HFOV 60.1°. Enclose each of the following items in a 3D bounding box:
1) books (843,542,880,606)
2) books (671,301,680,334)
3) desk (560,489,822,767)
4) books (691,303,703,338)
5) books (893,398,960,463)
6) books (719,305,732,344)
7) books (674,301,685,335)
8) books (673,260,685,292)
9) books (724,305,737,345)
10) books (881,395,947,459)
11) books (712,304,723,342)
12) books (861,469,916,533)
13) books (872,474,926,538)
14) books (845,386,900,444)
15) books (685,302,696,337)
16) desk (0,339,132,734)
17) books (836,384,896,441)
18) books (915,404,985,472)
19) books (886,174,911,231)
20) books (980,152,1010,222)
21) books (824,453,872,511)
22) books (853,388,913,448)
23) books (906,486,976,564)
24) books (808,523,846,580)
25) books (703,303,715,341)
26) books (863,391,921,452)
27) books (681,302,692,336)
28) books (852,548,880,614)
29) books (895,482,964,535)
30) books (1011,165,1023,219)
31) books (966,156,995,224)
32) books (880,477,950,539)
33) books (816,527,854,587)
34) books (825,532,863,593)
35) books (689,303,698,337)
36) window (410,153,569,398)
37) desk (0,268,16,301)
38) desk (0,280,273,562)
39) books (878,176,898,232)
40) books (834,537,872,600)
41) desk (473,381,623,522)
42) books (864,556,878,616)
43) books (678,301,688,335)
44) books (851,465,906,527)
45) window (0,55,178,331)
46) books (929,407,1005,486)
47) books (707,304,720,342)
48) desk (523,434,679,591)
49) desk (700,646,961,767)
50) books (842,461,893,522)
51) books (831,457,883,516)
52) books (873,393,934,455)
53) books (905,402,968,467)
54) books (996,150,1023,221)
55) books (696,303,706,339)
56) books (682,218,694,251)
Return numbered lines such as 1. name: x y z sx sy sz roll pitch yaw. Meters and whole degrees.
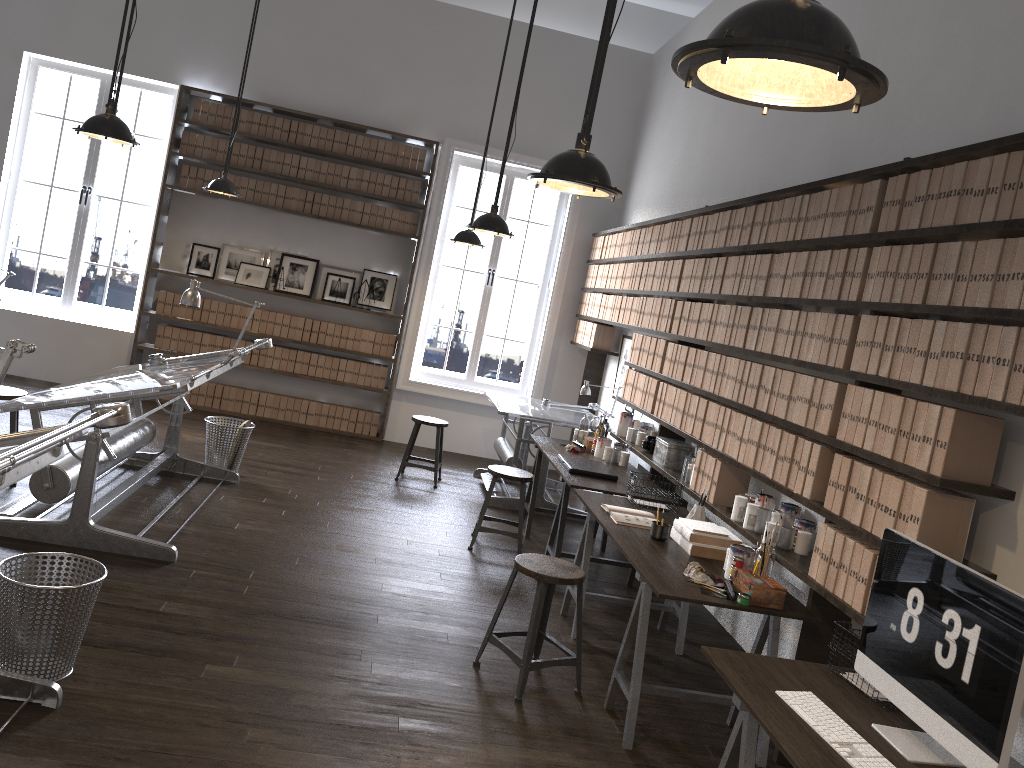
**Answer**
1. books: 1.311 0.703 3.195 0.174 0.225 0.067 11 3 -8
2. books: 1.151 -0.415 5.782 0.174 0.225 0.067 11 3 -8
3. desk: 0.700 1.070 4.188 0.654 0.667 1.676 11 5 -8
4. books: 1.197 -0.366 5.356 0.174 0.225 0.067 11 3 -8
5. books: 1.434 0.177 3.055 0.174 0.225 0.067 11 3 -8
6. books: 1.256 -0.308 4.876 0.174 0.225 0.067 11 3 -8
7. books: 1.154 -0.408 5.708 0.174 0.225 0.067 11 3 -8
8. books: 1.186 -0.699 5.885 0.174 0.225 0.067 11 3 -8
9. books: 1.264 -0.300 4.804 0.174 0.225 0.067 11 3 -8
10. books: 1.420 0.168 3.121 0.174 0.225 0.067 11 3 -8
11. books: 1.245 -0.324 5.018 0.174 0.225 0.067 11 3 -8
12. books: 1.367 0.434 3.167 0.174 0.225 0.067 11 3 -8
13. books: 1.376 0.442 3.097 0.174 0.225 0.067 11 3 -8
14. books: 1.392 0.137 3.392 0.174 0.225 0.067 11 3 -8
15. books: 1.186 -0.381 5.494 0.174 0.225 0.067 11 3 -8
16. desk: -1.707 0.422 2.015 1.075 1.383 2.078 11 4 -8
17. books: 1.385 0.129 3.461 0.174 0.225 0.067 11 3 -8
18. books: 1.447 0.193 2.915 0.174 0.225 0.067 11 3 -8
19. books: 1.547 -0.672 3.379 0.174 0.225 0.067 11 3 -8
20. books: 1.615 -0.605 2.827 0.174 0.225 0.067 11 3 -8
21. books: 1.332 0.399 3.456 0.174 0.225 0.067 11 3 -8
22. books: 1.396 0.144 3.322 0.174 0.225 0.067 11 3 -8
23. books: 1.397 0.465 2.902 0.174 0.225 0.067 11 3 -8
24. books: 1.275 0.670 3.465 0.174 0.225 0.067 11 3 -8
25. books: 1.223 -0.342 5.156 0.174 0.225 0.067 11 3 -8
26. books: 1.407 0.153 3.250 0.174 0.225 0.067 11 3 -8
27. books: 1.173 -0.390 5.563 0.174 0.225 0.067 11 3 -8
28. books: 1.315 0.711 3.121 0.174 0.225 0.067 11 3 -8
29. books: 1.391 0.458 2.964 0.174 0.225 0.067 11 3 -8
30. books: 1.638 -0.588 2.689 0.174 0.225 0.067 11 3 -8
31. books: 1.608 -0.614 2.899 0.174 0.225 0.067 11 3 -8
32. books: 1.378 0.449 3.030 0.174 0.225 0.067 11 3 -8
33. books: 1.280 0.678 3.393 0.174 0.225 0.067 11 3 -8
34. books: 1.289 0.686 3.322 0.174 0.225 0.067 11 3 -8
35. books: 1.194 -0.373 5.423 0.174 0.225 0.067 11 3 -8
36. window: -0.221 -1.053 8.927 1.243 2.304 0.154 11 2 -8
37. desk: -4.627 -0.529 6.926 1.170 1.186 1.274 11 4 -8
38. desk: -2.116 0.025 5.335 1.075 1.383 2.290 11 5 -8
39. books: 1.543 -0.679 3.453 0.174 0.225 0.067 11 3 -8
40. books: 1.301 0.695 3.260 0.174 0.225 0.067 11 3 -8
41. desk: 0.299 0.448 7.541 1.069 1.095 1.274 11 4 -8
42. books: 1.330 0.720 3.047 0.174 0.225 0.067 11 3 -8
43. books: 1.169 -0.398 5.634 0.174 0.225 0.067 11 3 -8
44. books: 1.355 0.425 3.237 0.174 0.225 0.067 11 3 -8
45. window: -4.094 -1.784 8.521 1.480 2.492 0.154 11 2 -8
46. books: 1.460 0.202 2.845 0.174 0.225 0.067 11 3 -8
47. books: 1.235 -0.332 5.087 0.174 0.225 0.067 11 3 -8
48. desk: 0.485 0.861 5.935 0.654 0.667 1.676 11 5 -8
49. desk: 0.961 1.324 2.068 0.654 0.667 1.676 11 5 -8
50. books: 1.351 0.417 3.308 0.174 0.225 0.067 11 3 -8
51. books: 1.336 0.407 3.382 0.174 0.225 0.067 11 3 -8
52. books: 1.416 0.161 3.188 0.174 0.225 0.067 11 3 -8
53. books: 1.442 0.185 2.985 0.174 0.225 0.067 11 3 -8
54. books: 1.627 -0.596 2.758 0.174 0.225 0.067 11 3 -8
55. books: 1.210 -0.357 5.290 0.174 0.225 0.067 11 3 -8
56. books: 1.240 -0.969 5.866 0.174 0.225 0.067 11 3 -8
